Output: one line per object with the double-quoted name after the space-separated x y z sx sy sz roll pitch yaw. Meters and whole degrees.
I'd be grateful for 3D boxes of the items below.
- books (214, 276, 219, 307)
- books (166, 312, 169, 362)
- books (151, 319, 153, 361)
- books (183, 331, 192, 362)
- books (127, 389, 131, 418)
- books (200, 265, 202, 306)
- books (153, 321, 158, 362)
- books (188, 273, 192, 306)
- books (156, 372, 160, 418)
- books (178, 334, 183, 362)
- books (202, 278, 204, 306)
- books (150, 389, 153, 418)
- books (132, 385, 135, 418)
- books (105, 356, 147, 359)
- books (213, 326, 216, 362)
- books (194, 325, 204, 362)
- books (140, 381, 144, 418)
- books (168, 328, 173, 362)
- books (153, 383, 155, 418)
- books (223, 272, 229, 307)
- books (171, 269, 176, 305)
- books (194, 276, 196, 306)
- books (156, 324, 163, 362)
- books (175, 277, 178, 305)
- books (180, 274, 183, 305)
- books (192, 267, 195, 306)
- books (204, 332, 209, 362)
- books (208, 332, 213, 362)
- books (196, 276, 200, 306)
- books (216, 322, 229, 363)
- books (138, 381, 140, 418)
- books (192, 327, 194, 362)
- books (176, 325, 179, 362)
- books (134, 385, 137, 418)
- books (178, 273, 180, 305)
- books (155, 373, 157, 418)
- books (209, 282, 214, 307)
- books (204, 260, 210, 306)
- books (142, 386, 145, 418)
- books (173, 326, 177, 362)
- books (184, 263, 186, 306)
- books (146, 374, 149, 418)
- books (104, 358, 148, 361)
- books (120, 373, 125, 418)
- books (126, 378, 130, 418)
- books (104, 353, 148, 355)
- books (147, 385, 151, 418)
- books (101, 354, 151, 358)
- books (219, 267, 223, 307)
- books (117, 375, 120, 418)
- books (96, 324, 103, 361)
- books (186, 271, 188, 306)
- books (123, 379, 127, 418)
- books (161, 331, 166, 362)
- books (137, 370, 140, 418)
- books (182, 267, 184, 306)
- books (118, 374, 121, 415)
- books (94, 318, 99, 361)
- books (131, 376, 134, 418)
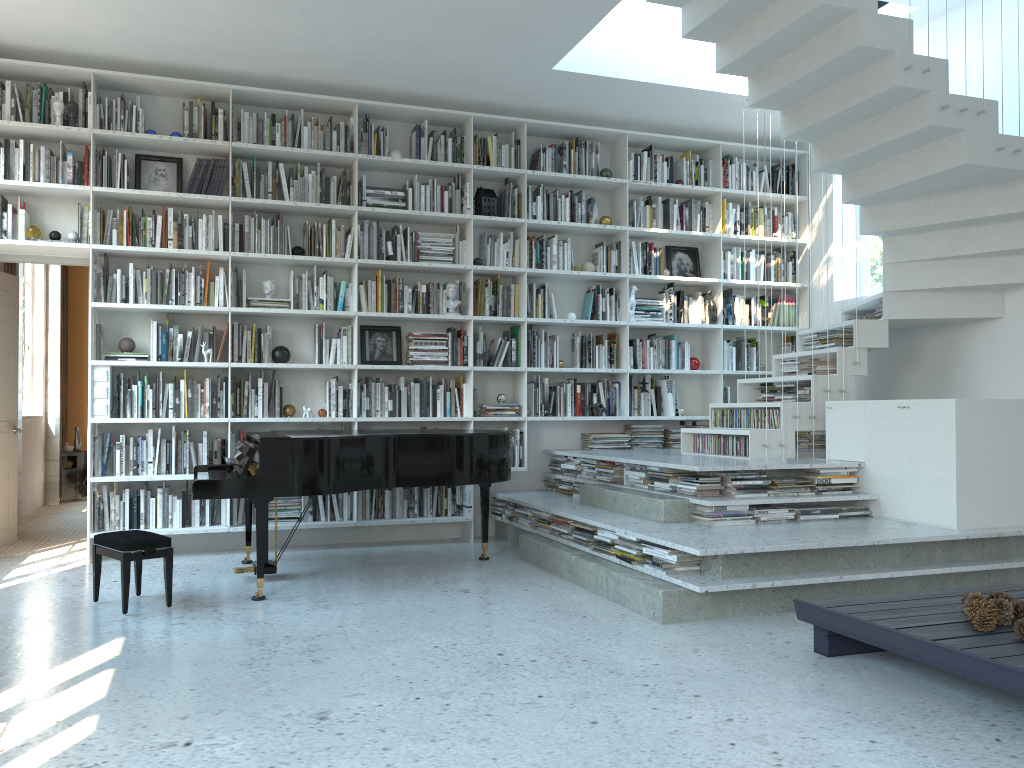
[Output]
-2.016 -0.614 6.049 0.031 0.223 0.144 0 -1 -19 "books"
-2.308 -0.305 5.946 0.011 0.336 0.153 0 -1 -19 "books"
-2.395 -0.281 5.903 0.012 0.285 0.159 0 -1 -19 "books"
-2.190 -0.244 5.988 0.056 0.214 0.142 0 -1 -19 "books"
-2.510 0.131 5.829 0.019 0.189 0.193 0 -1 -19 "books"
-2.114 -0.649 6.026 0.015 0.292 0.144 0 -1 -19 "books"
-2.378 -0.275 5.908 0.024 0.273 0.150 0 -1 -19 "books"
-2.181 -0.625 6.009 0.028 0.242 0.131 0 -1 -19 "books"
-2.350 0.077 5.896 0.019 0.300 0.180 0 -1 -19 "books"
-2.219 -0.233 5.942 0.029 0.190 0.189 0 -1 -19 "books"
-2.096 -0.605 6.016 0.013 0.203 0.161 0 -1 -19 "books"
-2.390 0.132 5.880 0.016 0.189 0.183 0 -1 -19 "books"
-2.496 0.117 5.862 0.015 0.218 0.176 0 -1 -19 "books"
-2.543 -0.170 5.853 0.254 0.012 0.161 1 -2 -22 "books"
-2.027 -0.261 6.036 0.021 0.251 0.154 0 -1 -19 "books"
-2.118 -0.264 5.998 0.060 0.255 0.158 0 -1 -19 "books"
-2.446 0.104 5.860 0.009 0.244 0.184 0 -1 -19 "books"
-2.291 -0.253 5.957 0.030 0.231 0.148 0 -1 -19 "books"
-2.386 0.113 5.919 0.016 0.230 0.136 0 -1 -19 "books"
-1.960 -0.630 6.075 0.036 0.257 0.123 0 -1 -19 "books"
-2.276 -0.633 5.961 0.021 0.256 0.156 0 -1 -19 "books"
-2.144 -0.612 6.006 0.012 0.217 0.160 0 -1 -19 "books"
-2.354 -0.266 5.924 0.031 0.255 0.143 0 -1 -19 "books"
-2.256 -0.607 5.968 0.021 0.205 0.130 0 -1 -19 "books"
-2.227 -0.618 5.976 0.013 0.227 0.151 0 -1 -19 "books"
-2.152 -0.641 5.989 0.015 0.275 0.157 0 -1 -19 "books"
-2.072 -0.240 6.006 0.030 0.207 0.172 0 -1 -19 "books"
-2.049 -0.240 6.025 0.027 0.209 0.143 0 -1 -19 "books"
-2.130 -0.614 6.015 0.021 0.220 0.148 0 -1 -19 "books"
-1.965 -0.274 6.016 0.082 0.276 0.228 0 -1 -19 "books"
-2.461 0.105 5.869 0.014 0.243 0.171 0 -1 -19 "books"
-2.157 -0.257 5.999 0.013 0.242 0.141 0 -1 -19 "books"
-2.242 -0.263 5.948 0.011 0.250 0.172 0 -1 -19 "books"
-2.478 0.118 5.855 0.015 0.217 0.180 0 -1 -19 "books"
-2.235 -0.619 5.961 0.013 0.229 0.177 0 -1 -19 "books"
-2.375 0.078 5.925 0.009 0.299 0.141 0 -1 -19 "books"
-2.044 -0.594 6.039 0.030 0.183 0.152 0 -1 -19 "books"
-2.074 -0.666 6.026 0.035 0.325 0.170 0 -1 -19 "books"
-2.445 0.122 5.893 0.016 0.211 0.146 0 -1 -19 "books"
-2.264 -0.262 5.960 0.022 0.249 0.129 0 -1 -19 "books"
-2.208 -0.656 5.995 0.011 0.304 0.130 0 -1 -19 "books"
-2.415 0.083 5.870 0.007 0.286 0.182 0 -1 -19 "books"
-2.545 -0.158 5.857 0.254 0.012 0.161 0 -2 -18 "books"
-2.563 0.079 5.840 0.014 0.294 0.171 0 -1 -19 "books"
-2.528 0.094 5.840 0.007 0.264 0.177 0 -1 -19 "books"
-2.545 -0.195 5.858 0.254 0.012 0.161 0 -2 -18 "books"
-2.406 0.117 5.879 0.015 0.219 0.190 0 -1 -19 "books"
-2.543 -0.183 5.851 0.285 0.012 0.159 0 -2 -15 "books"
-1.990 -0.645 6.064 0.027 0.286 0.148 0 -1 -19 "books"
-2.592 0.083 5.839 0.008 0.285 0.159 0 -1 -19 "books"
-2.697 -0.263 5.798 0.028 0.243 0.156 0 -1 -19 "books"
-2.196 -0.630 5.993 0.011 0.251 0.139 0 -1 -19 "books"
-2.548 0.098 5.853 0.022 0.257 0.141 0 -1 -19 "books"
-2.316 -0.243 5.906 0.029 0.208 0.189 0 -1 -19 "books"
-2.471 0.069 5.868 0.006 0.315 0.145 0 -1 -19 "books"
-2.214 -0.640 5.976 0.012 0.272 0.145 0 -1 -19 "books"
-2.580 0.081 5.842 0.016 0.289 0.152 0 -1 -19 "books"
-2.720 -0.284 5.801 0.012 0.285 0.159 0 -1 -19 "books"
-2.505 0.086 5.853 0.008 0.279 0.164 0 -1 -19 "books"
